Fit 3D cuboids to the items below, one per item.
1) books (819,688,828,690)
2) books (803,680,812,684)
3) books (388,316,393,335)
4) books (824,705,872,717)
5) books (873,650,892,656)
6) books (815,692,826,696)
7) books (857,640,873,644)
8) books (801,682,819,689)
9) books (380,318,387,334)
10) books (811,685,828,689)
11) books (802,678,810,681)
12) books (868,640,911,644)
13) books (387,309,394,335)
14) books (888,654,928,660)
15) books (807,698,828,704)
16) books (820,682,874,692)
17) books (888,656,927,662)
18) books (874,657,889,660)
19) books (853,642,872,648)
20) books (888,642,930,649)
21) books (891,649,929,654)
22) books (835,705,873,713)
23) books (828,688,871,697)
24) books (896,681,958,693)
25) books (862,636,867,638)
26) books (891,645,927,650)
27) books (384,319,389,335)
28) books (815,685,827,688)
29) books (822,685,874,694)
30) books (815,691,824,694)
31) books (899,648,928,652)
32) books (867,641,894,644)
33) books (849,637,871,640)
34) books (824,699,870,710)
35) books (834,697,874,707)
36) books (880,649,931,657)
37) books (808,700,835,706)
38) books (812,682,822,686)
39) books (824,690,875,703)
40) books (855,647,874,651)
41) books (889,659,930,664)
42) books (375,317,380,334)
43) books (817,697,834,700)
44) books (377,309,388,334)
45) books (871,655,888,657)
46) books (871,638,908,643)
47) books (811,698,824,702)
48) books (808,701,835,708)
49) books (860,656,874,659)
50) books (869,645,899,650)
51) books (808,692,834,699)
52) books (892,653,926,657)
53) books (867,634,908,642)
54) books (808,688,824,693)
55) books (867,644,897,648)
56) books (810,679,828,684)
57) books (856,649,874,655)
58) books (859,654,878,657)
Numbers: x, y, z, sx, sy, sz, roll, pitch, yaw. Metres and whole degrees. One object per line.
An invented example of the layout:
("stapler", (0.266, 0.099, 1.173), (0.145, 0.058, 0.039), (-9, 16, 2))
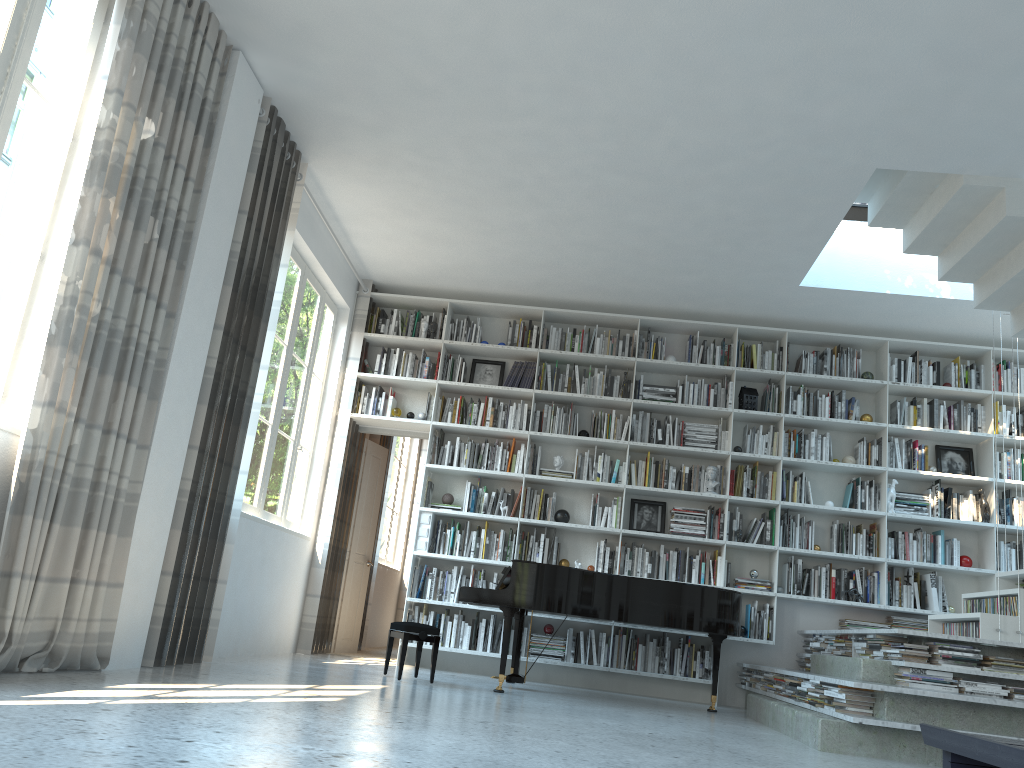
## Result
("books", (1.787, 1.694, 4.896), (0.133, 0.009, 0.210), (4, -15, 9))
("books", (1.801, 1.753, 5.193), (0.139, 0.013, 0.289), (4, -15, 10))
("books", (-1.082, -0.485, 8.028), (0.024, 0.226, 0.158), (6, -15, 5))
("books", (1.736, 1.689, 4.584), (0.184, 0.017, 0.231), (5, -15, 7))
("books", (2.337, 1.666, 5.467), (0.155, 0.028, 0.190), (5, -15, 6))
("books", (1.773, 1.717, 4.891), (0.150, 0.004, 0.291), (4, -15, 9))
("books", (2.362, 1.687, 5.778), (0.145, 0.017, 0.209), (7, -15, 0))
("books", (1.800, 1.773, 5.188), (0.141, 0.028, 0.223), (7, -15, 0))
("books", (-1.152, -0.477, 8.012), (0.028, 0.186, 0.182), (6, -15, 5))
("books", (1.774, 1.685, 4.899), (0.175, 0.006, 0.252), (6, -15, 5))
("books", (1.802, 1.740, 5.196), (0.157, 0.014, 0.216), (5, -15, 7))
("books", (2.335, 1.597, 5.486), (0.171, 0.007, 0.261), (6, -15, 3))
("books", (-1.096, -0.515, 8.028), (0.010, 0.280, 0.161), (6, -15, 5))
("books", (2.320, 1.599, 5.198), (0.152, 0.015, 0.208), (6, -15, 2))
("books", (1.753, 1.754, 4.882), (0.191, 0.006, 0.276), (5, -15, 7))
("books", (1.741, 1.576, 4.614), (0.192, 0.014, 0.257), (7, -15, 1))
("books", (2.312, 1.613, 5.195), (0.161, 0.014, 0.213), (4, -15, 9))
("books", (2.332, 1.695, 5.460), (0.142, 0.020, 0.231), (4, -15, 10))
("books", (2.349, 1.708, 5.773), (0.174, 0.029, 0.251), (6, -15, 3))
("books", (2.330, 1.537, 5.214), (0.149, 0.014, 0.229), (6, -15, 3))
("books", (2.334, 1.569, 5.205), (0.137, 0.012, 0.243), (5, -15, 6))
("books", (1.768, 1.677, 4.585), (0.132, 0.014, 0.206), (6, -15, 5))
("books", (1.752, 1.600, 4.607), (0.165, 0.015, 0.243), (4, -15, 9))
("books", (2.302, 1.682, 4.929), (0.262, 0.023, 0.200), (6, -15, 3))
("books", (2.372, 1.660, 5.785), (0.134, 0.014, 0.182), (4, -15, 10))
("books", (2.332, 1.548, 5.211), (0.132, 0.009, 0.270), (4, -15, 9))
("books", (-1.121, -0.472, 8.035), (0.031, 0.195, 0.145), (6, -15, 5))
("books", (1.786, 1.680, 4.900), (0.133, 0.008, 0.285), (7, -15, 1))
("books", (1.747, 1.588, 4.611), (0.176, 0.010, 0.267), (7, -15, 1))
("books", (1.783, 1.713, 4.891), (0.131, 0.007, 0.292), (7, -15, 1))
("books", (2.358, 1.560, 5.206), (0.091, 0.011, 0.190), (6, -15, 3))
("books", (2.333, 1.606, 5.484), (0.168, 0.013, 0.282), (6, -15, 2))
("books", (2.341, 1.670, 5.784), (0.192, 0.014, 0.257), (7, -15, 1))
("books", (1.734, 1.659, 4.592), (0.187, 0.017, 0.206), (4, -15, 10))
("books", (1.767, 1.644, 4.594), (0.137, 0.019, 0.225), (5, -15, 6))
("books", (2.309, 1.579, 5.204), (0.184, 0.014, 0.298), (6, -15, 4))
("books", (1.759, 1.761, 4.880), (0.178, 0.009, 0.277), (6, -15, 3))
("books", (1.767, 1.669, 4.904), (0.178, 0.010, 0.196), (4, -15, 10))
("books", (1.750, 1.620, 4.602), (0.156, 0.027, 0.288), (7, -15, 0))
("books", (2.341, 1.729, 5.768), (0.177, 0.015, 0.188), (4, -15, 10))
("books", (2.326, 1.625, 5.191), (0.144, 0.009, 0.250), (6, -15, 5))
("books", (-1.202, -0.485, 8.022), (0.024, 0.194, 0.167), (6, -15, 5))
("books", (1.778, 1.741, 4.884), (0.154, 0.014, 0.197), (6, -15, 5))
("books", (-1.173, -0.519, 8.024), (0.025, 0.268, 0.177), (6, -15, 5))
("books", (2.330, 1.682, 5.463), (0.154, 0.007, 0.293), (5, -15, 8))
("books", (2.335, 1.589, 5.488), (0.170, 0.008, 0.209), (5, -15, 8))
("books", (1.769, 1.749, 4.882), (0.170, 0.006, 0.269), (6, -15, 5))
("books", (1.747, 1.772, 4.878), (0.191, 0.016, 0.209), (4, -15, 10))
("books", (2.355, 1.781, 5.753), (0.132, 0.016, 0.263), (4, -15, 10))
("books", (2.331, 1.639, 5.475), (0.177, 0.026, 0.231), (6, -15, 5))
("books", (1.759, 1.725, 4.890), (0.191, 0.015, 0.247), (5, -15, 6))
("books", (2.328, 1.590, 5.200), (0.134, 0.006, 0.227), (4, -15, 9))
("books", (2.323, 1.574, 5.493), (0.189, 0.022, 0.238), (4, -15, 10))
("books", (1.764, 1.702, 4.896), (0.168, 0.013, 0.282), (7, -15, 0))
("books", (2.328, 1.622, 5.480), (0.187, 0.009, 0.251), (6, -15, 5))
("books", (1.768, 1.657, 4.908), (0.182, 0.016, 0.257), (5, -15, 8))
("books", (2.350, 1.749, 5.762), (0.167, 0.024, 0.193), (5, -15, 6))
("books", (2.365, 1.768, 5.756), (0.136, 0.013, 0.259), (6, -15, 5))
